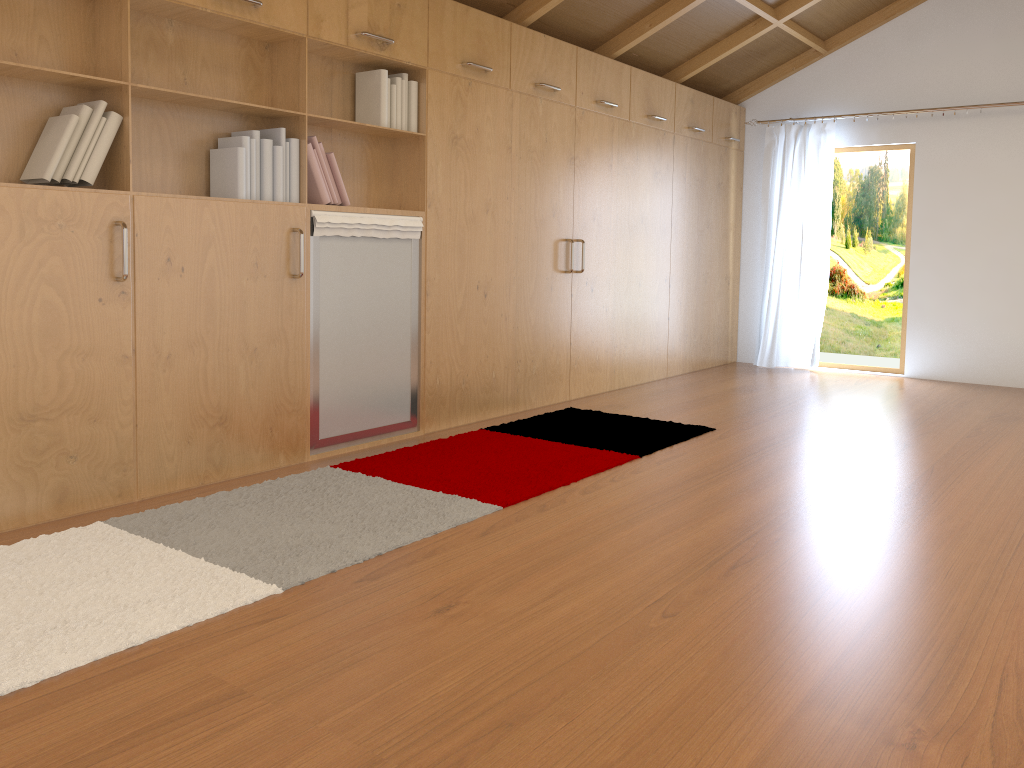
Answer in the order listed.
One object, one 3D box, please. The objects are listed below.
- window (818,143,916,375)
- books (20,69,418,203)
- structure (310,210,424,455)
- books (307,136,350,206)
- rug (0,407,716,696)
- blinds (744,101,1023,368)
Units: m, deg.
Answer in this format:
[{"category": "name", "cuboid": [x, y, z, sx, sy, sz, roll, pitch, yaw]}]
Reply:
[{"category": "window", "cuboid": [2.743, -1.003, 7.100, 0.877, 1.775, 0.026, 5, 5, 36]}, {"category": "books", "cuboid": [-1.436, -1.012, 3.124, 0.189, 0.654, 3.122, 4, 9, 36]}, {"category": "structure", "cuboid": [-0.762, -0.266, 4.160, 0.316, 1.072, 0.728, 4, 6, 36]}, {"category": "books", "cuboid": [-0.868, -0.940, 3.921, 0.176, 0.295, 0.280, 5, 7, 36]}, {"category": "rug", "cuboid": [-0.392, 0.401, 3.461, 0.920, 0.011, 3.737, 7, 11, 36]}, {"category": "blinds", "cuboid": [3.097, -1.043, 6.631, 2.857, 2.024, 0.234, 6, 6, 35]}]
